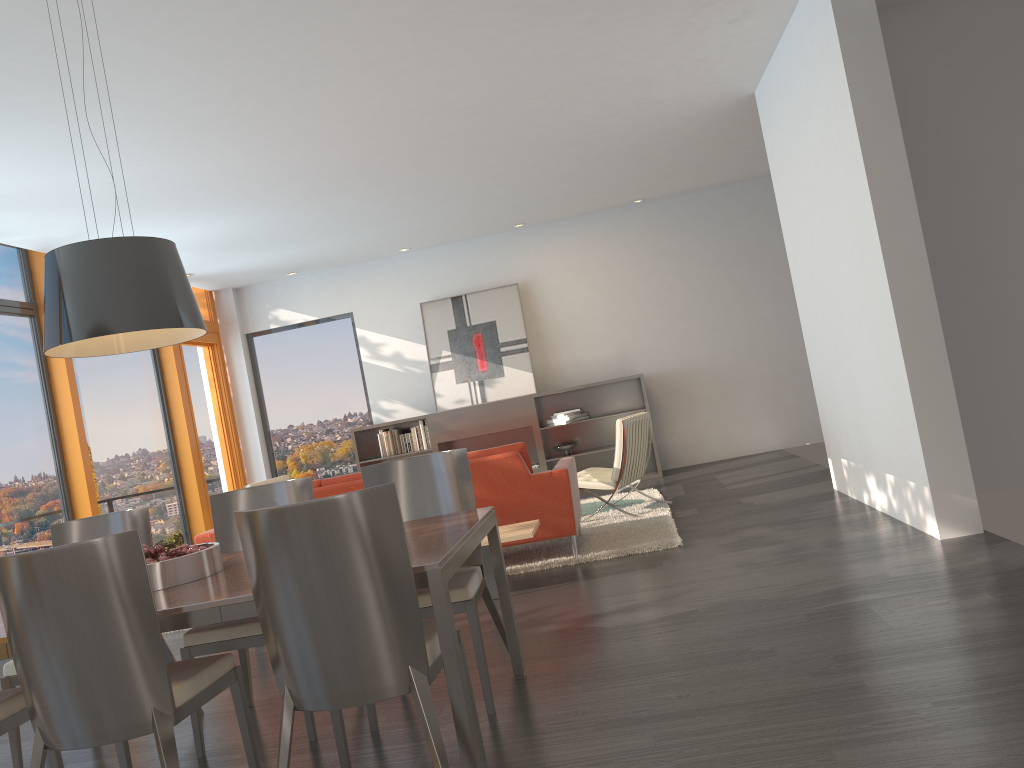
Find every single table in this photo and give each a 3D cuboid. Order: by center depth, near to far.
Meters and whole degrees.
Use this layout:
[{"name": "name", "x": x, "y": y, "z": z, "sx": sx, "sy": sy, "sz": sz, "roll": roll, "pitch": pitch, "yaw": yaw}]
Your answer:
[{"name": "table", "x": -1.119, "y": 1.087, "z": 3.229, "sx": 2.151, "sy": 0.765, "sz": 1.171, "roll": -11, "pitch": -1, "yaw": 6}]

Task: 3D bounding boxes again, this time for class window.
[{"name": "window", "x": -4.086, "y": 0.352, "z": 6.639, "sx": 0.070, "sy": 3.347, "sz": 2.104, "roll": -11, "pitch": -2, "yaw": 6}, {"name": "window", "x": -3.848, "y": 0.349, "z": 8.710, "sx": 0.070, "sy": 3.347, "sz": 1.843, "roll": -11, "pitch": -2, "yaw": 6}, {"name": "window", "x": -3.572, "y": 0.328, "z": 10.299, "sx": 0.211, "sy": 3.347, "sz": 1.156, "roll": -11, "pitch": -2, "yaw": 6}, {"name": "window", "x": -2.465, "y": 0.135, "z": 11.010, "sx": 1.409, "sy": 3.341, "sz": 0.065, "roll": -11, "pitch": -2, "yaw": 6}]

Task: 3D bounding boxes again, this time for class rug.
[{"name": "rug", "x": -0.577, "y": 1.398, "z": 7.438, "sx": 3.771, "sy": 0.043, "sz": 2.984, "roll": -11, "pitch": -1, "yaw": 6}]

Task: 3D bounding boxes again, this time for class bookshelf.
[{"name": "bookshelf", "x": -0.065, "y": 0.772, "z": 10.254, "sx": 3.386, "sy": 1.163, "sz": 0.570, "roll": -11, "pitch": -2, "yaw": 6}]

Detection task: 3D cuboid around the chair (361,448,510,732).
[{"name": "chair", "x": -0.354, "y": 0.793, "z": 3.633, "sx": 0.548, "sy": 0.968, "sz": 0.614, "roll": -11, "pitch": -2, "yaw": 6}]

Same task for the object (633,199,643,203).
[{"name": "object", "x": 1.466, "y": -2.126, "z": 10.314, "sx": 0.129, "sy": 0.010, "sz": 0.129, "roll": -10, "pitch": -1, "yaw": -39}]

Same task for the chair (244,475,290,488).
[{"name": "chair", "x": -2.012, "y": 1.267, "z": 8.409, "sx": 0.706, "sy": 0.817, "sz": 0.700, "roll": -11, "pitch": -1, "yaw": 16}]

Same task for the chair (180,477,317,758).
[{"name": "chair", "x": -1.035, "y": 0.924, "z": 3.711, "sx": 0.548, "sy": 0.968, "sz": 0.614, "roll": -11, "pitch": -2, "yaw": 6}]

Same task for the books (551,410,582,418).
[{"name": "books", "x": 0.618, "y": 0.342, "z": 10.098, "sx": 0.300, "sy": 0.020, "sz": 0.210, "roll": -10, "pitch": -2, "yaw": -44}]

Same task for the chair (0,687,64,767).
[{"name": "chair", "x": -1.874, "y": 1.065, "z": 2.800, "sx": 0.548, "sy": 0.968, "sz": 0.614, "roll": -11, "pitch": -2, "yaw": 6}]

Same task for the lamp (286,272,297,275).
[{"name": "lamp", "x": -2.664, "y": -1.332, "z": 10.719, "sx": 0.129, "sy": 0.010, "sz": 0.129, "roll": -10, "pitch": -1, "yaw": -39}]

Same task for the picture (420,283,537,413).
[{"name": "picture", "x": -0.409, "y": -0.428, "z": 10.452, "sx": 1.208, "sy": 1.338, "sz": 0.269, "roll": -11, "pitch": -2, "yaw": 6}]

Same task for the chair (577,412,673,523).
[{"name": "chair", "x": 0.840, "y": 0.705, "z": 7.457, "sx": 0.706, "sy": 0.817, "sz": 0.700, "roll": -11, "pitch": -2, "yaw": 26}]

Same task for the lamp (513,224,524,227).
[{"name": "lamp", "x": 0.079, "y": -1.860, "z": 10.408, "sx": 0.129, "sy": 0.010, "sz": 0.129, "roll": -10, "pitch": -1, "yaw": -39}]

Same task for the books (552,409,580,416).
[{"name": "books", "x": 0.614, "y": 0.322, "z": 10.099, "sx": 0.300, "sy": 0.020, "sz": 0.210, "roll": -11, "pitch": -1, "yaw": -4}]

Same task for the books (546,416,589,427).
[{"name": "books", "x": 0.634, "y": 0.427, "z": 10.096, "sx": 0.398, "sy": 0.038, "sz": 0.314, "roll": -10, "pitch": -2, "yaw": -44}]

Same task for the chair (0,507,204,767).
[{"name": "chair", "x": -1.782, "y": 1.068, "z": 3.795, "sx": 0.548, "sy": 0.968, "sz": 0.614, "roll": -11, "pitch": -2, "yaw": 6}]

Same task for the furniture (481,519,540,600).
[{"name": "furniture", "x": -0.799, "y": 1.225, "z": 5.510, "sx": 2.005, "sy": 0.357, "sz": 0.492, "roll": -11, "pitch": -1, "yaw": 6}]

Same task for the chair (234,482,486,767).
[{"name": "chair", "x": -0.446, "y": 0.790, "z": 2.638, "sx": 0.548, "sy": 0.968, "sz": 0.614, "roll": -11, "pitch": -2, "yaw": 6}]

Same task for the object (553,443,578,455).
[{"name": "object", "x": 0.618, "y": 0.755, "z": 10.094, "sx": 0.308, "sy": 0.117, "sz": 0.309, "roll": -12, "pitch": -2, "yaw": 40}]

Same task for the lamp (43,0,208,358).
[{"name": "lamp", "x": -1.569, "y": -0.926, "z": 3.306, "sx": 0.567, "sy": 1.580, "sz": 0.567, "roll": -12, "pitch": -2, "yaw": 36}]

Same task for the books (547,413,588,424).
[{"name": "books", "x": 0.627, "y": 0.390, "z": 10.097, "sx": 0.314, "sy": 0.038, "sz": 0.398, "roll": -12, "pitch": -1, "yaw": 36}]

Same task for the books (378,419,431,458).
[{"name": "books", "x": -1.216, "y": 0.623, "z": 10.290, "sx": 0.592, "sy": 0.340, "sz": 0.324, "roll": -11, "pitch": -1, "yaw": 6}]

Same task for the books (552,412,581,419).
[{"name": "books", "x": 0.622, "y": 0.362, "z": 10.098, "sx": 0.210, "sy": 0.020, "sz": 0.300, "roll": -12, "pitch": -1, "yaw": 36}]

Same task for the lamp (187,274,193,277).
[{"name": "lamp", "x": -3.551, "y": -1.184, "z": 9.684, "sx": 0.129, "sy": 0.010, "sz": 0.129, "roll": -10, "pitch": -1, "yaw": -39}]

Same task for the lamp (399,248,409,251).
[{"name": "lamp", "x": -1.285, "y": -1.597, "z": 10.563, "sx": 0.129, "sy": 0.010, "sz": 0.129, "roll": -10, "pitch": -1, "yaw": -39}]

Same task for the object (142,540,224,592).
[{"name": "object", "x": -1.296, "y": 0.654, "z": 3.268, "sx": 0.427, "sy": 0.154, "sz": 0.426, "roll": -10, "pitch": -2, "yaw": -40}]

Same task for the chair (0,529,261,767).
[{"name": "chair", "x": -1.193, "y": 0.934, "z": 2.723, "sx": 0.548, "sy": 0.968, "sz": 0.614, "roll": -11, "pitch": -2, "yaw": 6}]

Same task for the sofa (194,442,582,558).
[{"name": "sofa", "x": -0.812, "y": 0.993, "z": 6.367, "sx": 2.596, "sy": 0.853, "sz": 1.038, "roll": -11, "pitch": -1, "yaw": 6}]
